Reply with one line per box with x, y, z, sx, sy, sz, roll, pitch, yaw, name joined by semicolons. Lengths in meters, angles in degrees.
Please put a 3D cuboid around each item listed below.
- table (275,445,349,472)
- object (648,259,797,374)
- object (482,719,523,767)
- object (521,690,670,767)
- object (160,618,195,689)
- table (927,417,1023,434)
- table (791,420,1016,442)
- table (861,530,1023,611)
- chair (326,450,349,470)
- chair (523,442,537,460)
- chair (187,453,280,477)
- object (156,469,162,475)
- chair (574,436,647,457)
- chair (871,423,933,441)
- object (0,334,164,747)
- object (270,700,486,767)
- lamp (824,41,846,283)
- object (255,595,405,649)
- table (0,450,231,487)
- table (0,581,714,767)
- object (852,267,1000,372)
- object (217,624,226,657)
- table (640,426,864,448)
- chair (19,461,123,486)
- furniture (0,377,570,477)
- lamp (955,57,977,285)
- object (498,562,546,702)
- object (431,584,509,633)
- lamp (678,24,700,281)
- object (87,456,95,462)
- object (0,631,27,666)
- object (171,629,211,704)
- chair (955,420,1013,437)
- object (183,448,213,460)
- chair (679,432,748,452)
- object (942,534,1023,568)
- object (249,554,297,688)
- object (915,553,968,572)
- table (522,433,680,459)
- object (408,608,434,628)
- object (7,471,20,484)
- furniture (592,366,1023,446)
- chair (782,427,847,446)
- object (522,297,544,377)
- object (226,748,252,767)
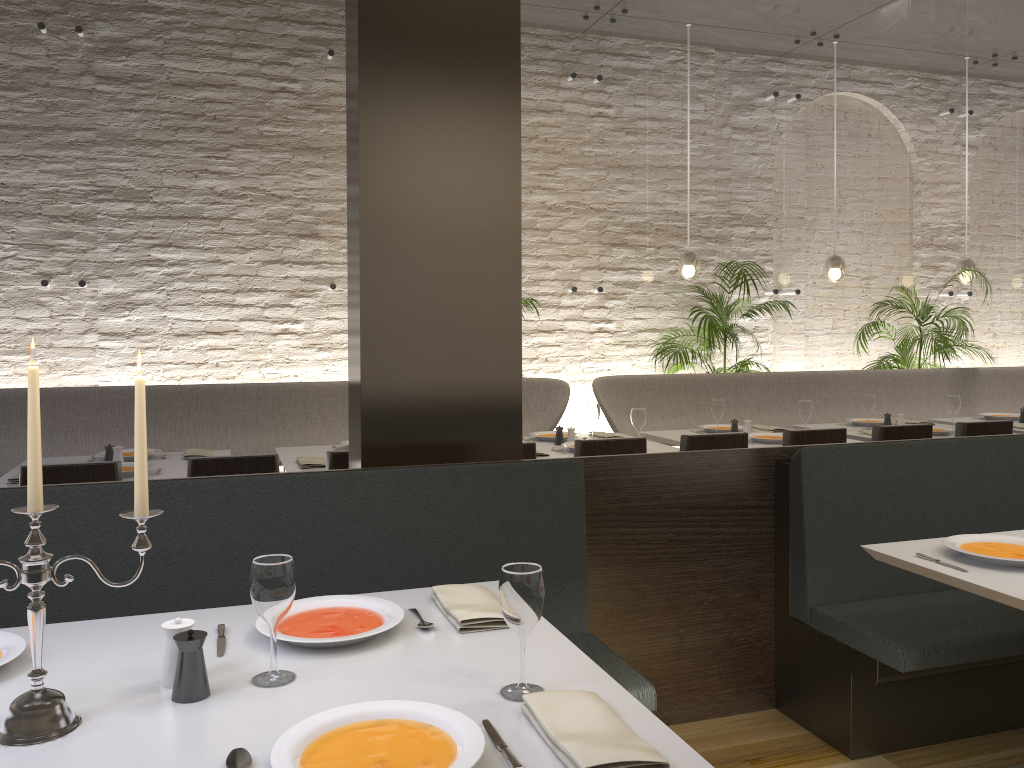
-0.726;0.757;4.775;1.010;0.759;0.937;-1;3;-18;table
1.698;0.008;7.164;1.188;1.973;1.146;0;2;12;object
-0.019;0.570;1.409;0.017;0.010;0.185;-1;4;-18;object
0.125;0.558;1.425;0.142;0.033;0.273;-1;4;-18;object
-0.629;0.504;1.671;0.069;0.126;0.069;-1;2;-25;object
3.670;0.651;6.226;1.010;0.759;0.937;-1;3;-18;table
2.558;0.678;5.859;1.010;0.759;0.937;-1;3;-18;table
2.441;0.874;2.587;2.538;0.759;1.102;-1;3;-18;table
-0.696;0.724;4.110;0.412;0.905;0.566;-1;2;-18;chair
-0.132;0.710;4.296;0.412;0.905;0.566;-1;2;-18;chair
-1.233;0.737;3.932;0.412;0.905;0.566;-1;2;-18;chair
-1.667;0.411;4.183;0.017;0.010;0.185;-1;4;-18;object
0.406;0.698;4.473;0.412;0.905;0.566;-1;2;-18;chair
2.040;0.658;5.013;0.412;0.905;0.566;-1;2;-18;chair
-0.790;0.246;1.470;0.390;0.656;0.132;0;1;-7;object
-0.201;0.564;1.346;0.321;0.036;0.322;0;3;1;object
2.749;-1.880;7.531;0.178;2.039;0.178;-1;1;-33;lamp
-0.398;0.529;1.949;0.321;0.036;0.322;0;3;1;object
-1.914;0.785;4.383;1.010;0.759;0.937;-1;3;-18;table
-1.059;0.958;1.432;2.538;0.759;1.102;-1;3;-18;table
3.607;-0.038;7.796;1.145;1.973;1.189;0;2;22;object
-0.618;0.544;1.885;0.017;0.010;0.185;-1;4;-18;object
1.455;0.704;5.495;1.010;0.759;0.937;-1;3;-18;table
-1.819;0.751;3.739;0.412;0.905;0.566;-1;2;-18;chair
-1.688;0.564;5.249;4.475;1.097;0.709;-1;2;-18;furniture
4.094;-1.913;7.975;0.178;2.039;0.178;-1;1;-39;lamp
0.018;0.448;1.612;0.086;0.230;0.086;0;1;-6;object
-0.091;0.520;2.079;0.142;0.033;0.273;-1;4;-18;object
1.417;-1.848;7.092;0.178;2.039;0.178;0;1;3;lamp
-2.177;0.389;4.580;0.017;0.010;0.185;-1;4;-18;object
-1.120;0.546;1.711;0.322;0.036;0.322;-3;5;-42;object
-0.582;0.508;1.605;0.069;0.126;0.069;-1;2;-25;object
2.575;0.646;5.189;0.412;0.905;0.566;-1;2;-18;chair
-1.671;0.375;4.724;0.142;0.033;0.273;-1;4;-18;object
0.943;0.685;4.651;0.412;0.905;0.566;-1;2;-18;chair
1.416;0.485;2.547;0.322;0.036;0.322;-2;4;-20;object
-0.453;0.446;1.681;0.086;0.230;0.086;0;1;-6;object
1.207;0.500;2.488;0.017;0.010;0.185;-1;4;-18;object
0.350;0.731;5.130;1.010;0.759;0.937;-1;3;-18;table
-0.208;0.531;2.020;0.038;0.015;0.181;-1;4;-17;object
-2.177;0.420;4.011;0.142;0.033;0.273;-1;4;-18;object
2.718;0.459;6.704;4.475;1.097;0.709;-1;2;-18;furniture
1.507;0.671;4.837;0.412;0.905;0.566;-1;2;-18;chair
-0.307;0.056;6.502;1.188;1.973;1.146;0;2;12;object
-0.396;0.576;1.285;0.038;0.015;0.181;-1;4;-17;object
